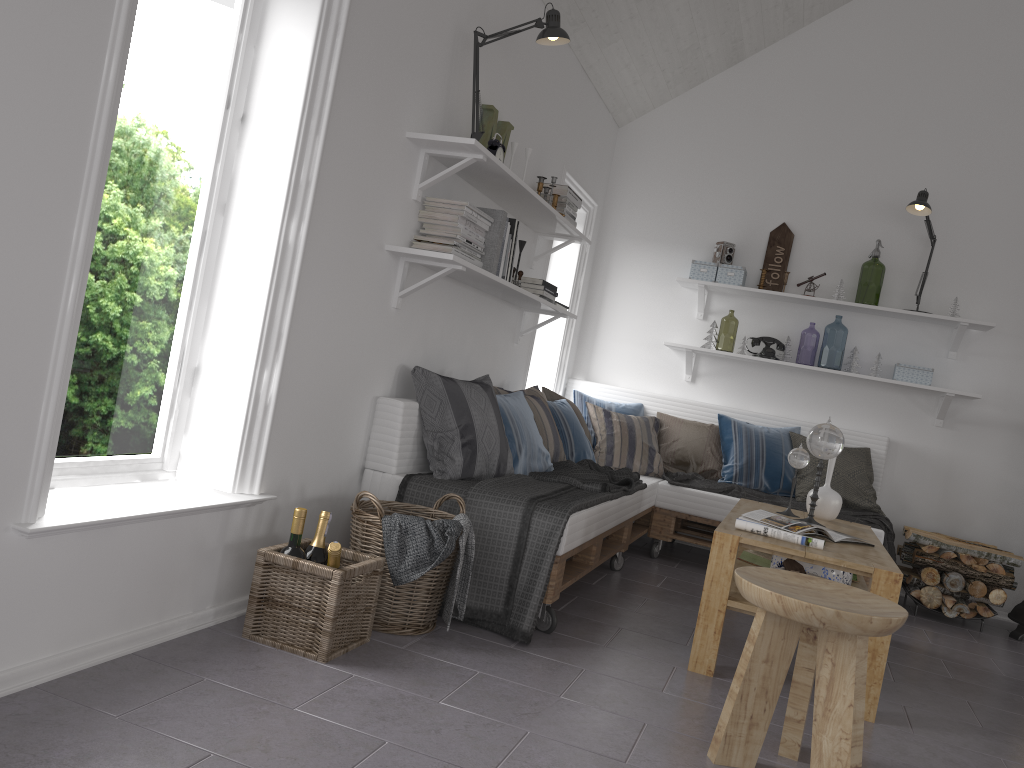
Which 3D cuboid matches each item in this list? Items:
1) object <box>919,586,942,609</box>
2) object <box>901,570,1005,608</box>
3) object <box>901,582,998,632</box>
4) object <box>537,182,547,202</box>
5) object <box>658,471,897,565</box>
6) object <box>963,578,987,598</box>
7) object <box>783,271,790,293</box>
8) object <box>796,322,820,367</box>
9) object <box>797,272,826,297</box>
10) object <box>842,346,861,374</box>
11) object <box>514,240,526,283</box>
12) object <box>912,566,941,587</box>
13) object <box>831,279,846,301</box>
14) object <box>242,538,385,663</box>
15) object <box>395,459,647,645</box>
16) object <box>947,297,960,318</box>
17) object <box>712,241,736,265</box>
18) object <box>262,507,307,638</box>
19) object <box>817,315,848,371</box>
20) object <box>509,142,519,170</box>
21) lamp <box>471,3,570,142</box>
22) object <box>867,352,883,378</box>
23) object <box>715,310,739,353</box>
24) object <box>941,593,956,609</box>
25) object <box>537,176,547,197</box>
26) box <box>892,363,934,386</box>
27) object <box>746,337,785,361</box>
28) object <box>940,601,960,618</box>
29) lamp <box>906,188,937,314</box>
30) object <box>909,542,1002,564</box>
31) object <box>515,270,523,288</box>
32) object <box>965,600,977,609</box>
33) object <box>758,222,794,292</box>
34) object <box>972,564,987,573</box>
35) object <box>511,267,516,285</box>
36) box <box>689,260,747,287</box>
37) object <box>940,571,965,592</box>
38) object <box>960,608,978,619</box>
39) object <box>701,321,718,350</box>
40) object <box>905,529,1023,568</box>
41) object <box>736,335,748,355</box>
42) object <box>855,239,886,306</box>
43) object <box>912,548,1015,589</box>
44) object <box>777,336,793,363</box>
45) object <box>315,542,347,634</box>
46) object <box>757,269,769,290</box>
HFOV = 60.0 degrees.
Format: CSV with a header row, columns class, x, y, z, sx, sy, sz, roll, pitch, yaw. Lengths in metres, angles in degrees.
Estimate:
class,x,y,z,sx,sy,sz,roll,pitch,yaw
object,2.328,1.164,4.976,0.118,0.142,0.520,11,1,22
object,2.402,1.124,4.873,0.539,0.070,0.101,11,1,19
object,2.405,1.230,4.944,0.456,0.118,0.478,11,1,18
object,0.123,-0.864,3.998,0.088,0.085,0.088,11,1,41
object,1.463,0.848,5.087,1.449,0.508,0.716,11,1,8
object,2.505,1.089,4.897,0.102,0.102,0.561,11,1,17
object,1.691,-0.620,5.491,0.052,0.148,0.052,10,1,-20
object,1.809,-0.241,5.408,0.111,0.270,0.111,11,1,36
object,1.832,-0.604,5.454,0.092,0.172,0.177,11,1,-14
object,2.072,-0.144,5.380,0.103,0.178,0.097,10,1,-19
object,0.027,-0.554,4.227,0.085,0.259,0.085,11,1,-13
object,2.311,1.042,4.987,0.103,0.107,0.516,11,1,17
object,1.978,-0.563,5.352,0.075,0.147,0.075,11,1,-15
object,-0.579,0.632,2.613,0.276,0.270,0.276,11,1,18
object,0.121,0.600,3.896,0.685,0.533,1.892,11,1,17
object,2.590,-0.442,5.188,0.072,0.142,0.073,10,1,-39
object,1.358,-0.822,5.647,0.121,0.157,0.117,10,1,-22
object,-0.646,0.546,2.571,0.095,0.377,0.095,10,1,-36
object,1.945,-0.248,5.357,0.137,0.335,0.137,11,1,7
object,-0.010,-0.978,4.067,0.084,0.256,0.084,11,1,-13
lamp,-0.008,-1.193,3.493,0.439,0.703,0.196,10,1,-37
object,2.184,-0.113,5.309,0.088,0.161,0.093,11,1,27
object,1.352,-0.329,5.551,0.111,0.270,0.111,11,1,36
object,2.385,1.169,4.920,0.057,0.050,0.561,11,1,18
object,0.128,-0.900,4.150,0.055,0.153,0.055,11,1,-4
box,2.369,-0.050,5.246,0.202,0.110,0.137,11,1,18
object,1.571,-0.223,5.503,0.203,0.146,0.171,11,1,42
object,2.398,1.212,4.926,0.095,0.063,0.562,11,1,19
lamp,2.387,-0.762,5.157,0.196,0.703,0.439,11,1,38
object,2.525,0.992,5.067,0.483,0.097,0.123,11,1,20
object,0.032,-0.470,4.068,0.032,0.102,0.058,11,1,13
object,2.495,1.178,4.882,0.046,0.033,0.425,11,1,18
object,1.675,-0.791,5.611,0.154,0.480,0.053,11,1,23
object,2.517,0.964,4.852,0.059,0.048,0.529,11,1,18
object,-0.001,-0.485,4.112,0.032,0.117,0.058,11,1,29
box,1.314,-0.684,5.651,0.332,0.131,0.242,11,1,18
object,2.411,1.060,4.928,0.110,0.109,0.463,11,1,16
object,2.498,1.225,4.911,0.096,0.067,0.467,11,1,18
object,1.264,-0.309,5.597,0.113,0.195,0.107,11,1,25
object,2.421,0.879,4.763,0.571,0.079,0.115,11,1,19
object,1.432,-0.239,5.479,0.072,0.124,0.068,11,1,3
object,2.164,-0.664,5.325,0.136,0.415,0.136,10,1,-39
object,2.402,0.986,4.735,0.480,0.104,0.126,11,1,20
object,1.702,-0.215,5.507,0.127,0.176,0.007,11,1,24
object,-0.523,0.597,2.577,0.095,0.332,0.284,11,1,-3
object,1.560,-0.647,5.516,0.085,0.152,0.085,11,1,42
